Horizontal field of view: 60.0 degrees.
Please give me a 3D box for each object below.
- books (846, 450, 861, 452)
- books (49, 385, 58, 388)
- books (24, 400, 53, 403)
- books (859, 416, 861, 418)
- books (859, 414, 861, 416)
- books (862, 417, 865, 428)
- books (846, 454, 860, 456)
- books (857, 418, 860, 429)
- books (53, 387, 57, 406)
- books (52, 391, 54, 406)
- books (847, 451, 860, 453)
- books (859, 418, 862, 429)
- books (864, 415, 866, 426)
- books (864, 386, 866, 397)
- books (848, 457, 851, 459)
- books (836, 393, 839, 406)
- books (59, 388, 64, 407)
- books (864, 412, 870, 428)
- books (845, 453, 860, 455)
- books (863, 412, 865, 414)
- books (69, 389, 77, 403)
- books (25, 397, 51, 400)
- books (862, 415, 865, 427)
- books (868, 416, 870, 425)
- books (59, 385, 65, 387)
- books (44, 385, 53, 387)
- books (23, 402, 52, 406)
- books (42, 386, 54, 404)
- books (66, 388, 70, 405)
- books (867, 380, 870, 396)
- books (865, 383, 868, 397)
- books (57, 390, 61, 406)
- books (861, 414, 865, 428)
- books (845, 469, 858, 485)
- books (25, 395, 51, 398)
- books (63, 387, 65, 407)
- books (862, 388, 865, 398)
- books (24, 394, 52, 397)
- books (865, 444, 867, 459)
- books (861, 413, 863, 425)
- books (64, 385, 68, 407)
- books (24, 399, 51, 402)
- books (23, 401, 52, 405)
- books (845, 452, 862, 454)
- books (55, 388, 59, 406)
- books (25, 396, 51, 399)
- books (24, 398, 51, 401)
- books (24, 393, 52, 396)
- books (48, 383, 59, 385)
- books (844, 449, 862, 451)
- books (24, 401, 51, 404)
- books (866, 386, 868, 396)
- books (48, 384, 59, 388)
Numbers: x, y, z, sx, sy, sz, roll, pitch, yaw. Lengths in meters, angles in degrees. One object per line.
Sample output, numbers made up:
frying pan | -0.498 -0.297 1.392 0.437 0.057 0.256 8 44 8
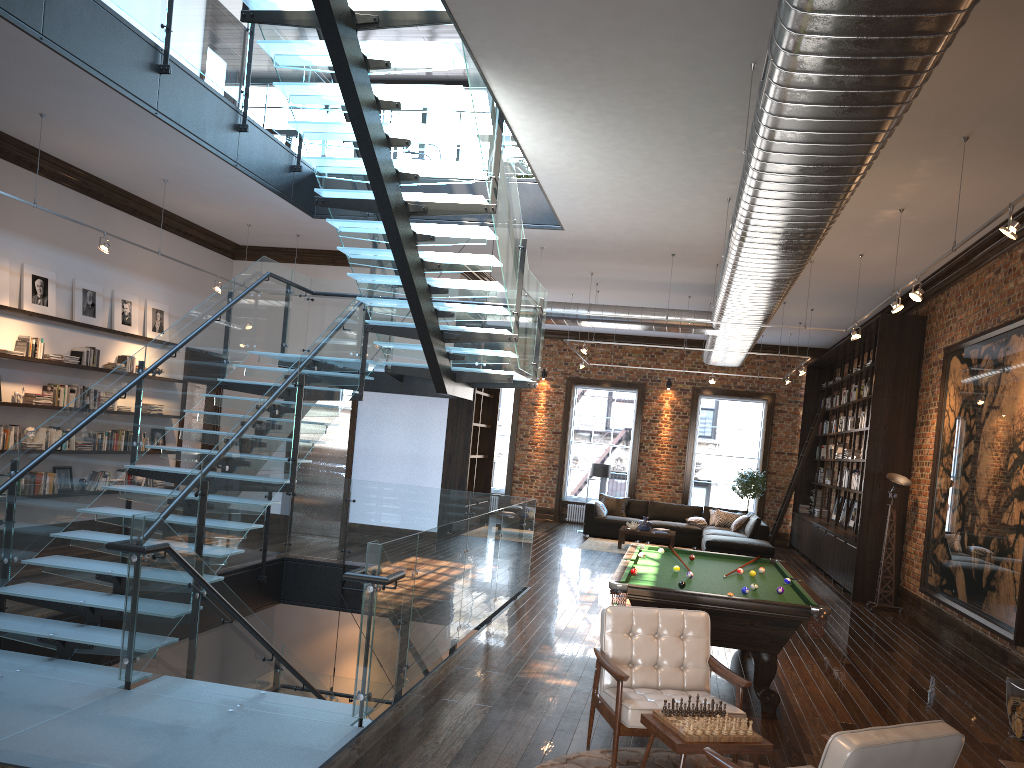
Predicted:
books | 6.042 1.187 15.688 0.242 0.015 0.165 4 -4 14
books | -5.268 0.129 10.145 0.132 0.236 0.009 5 1 11
books | -5.305 0.193 9.924 0.140 0.011 0.289 4 -4 16
books | 5.977 0.672 15.081 0.186 0.244 0.079 5 1 11
books | 5.992 0.659 15.126 0.179 0.275 0.098 5 1 11
books | 5.898 0.655 14.660 0.180 0.209 0.024 5 1 11
books | 6.035 1.256 15.688 0.292 0.008 0.159 4 -4 14
books | 5.969 0.686 15.050 0.223 0.209 0.064 5 1 11
books | -5.258 0.139 10.097 0.153 0.213 0.005 5 1 11
books | -5.280 0.137 10.097 0.128 0.211 0.005 5 1 11
books | 6.041 1.205 15.694 0.196 0.019 0.173 4 -4 16
books | 5.950 0.677 14.922 0.180 0.208 0.030 5 1 11
books | 5.892 0.634 14.566 0.185 0.238 0.035 5 1 11
books | 5.988 0.156 14.841 0.173 0.230 0.014 5 1 11
books | 5.987 1.306 15.445 0.204 0.035 0.267 5 -4 12
books | 6.514 0.342 17.564 0.163 0.297 0.029 5 1 11
books | -5.229 0.146 10.194 0.166 0.215 0.013 5 1 11
books | 5.873 0.604 14.503 0.183 0.286 0.034 5 1 11
books | 6.035 1.245 15.684 0.235 0.014 0.166 5 -4 11
books | 5.958 0.625 14.883 0.152 0.307 0.016 5 1 11
books | -5.193 0.164 10.364 0.184 0.209 0.064 5 1 11
books | -5.305 0.161 9.923 0.142 0.011 0.257 5 -4 8
books | 5.937 0.651 14.801 0.159 0.242 0.031 5 1 11
books | 5.861 0.634 14.396 0.182 0.219 0.051 5 1 11
books | -5.235 0.132 10.243 0.146 0.249 0.006 5 1 11
books | -5.284 0.129 10.089 0.114 0.226 0.012 5 1 11
books | -5.315 0.224 9.925 0.140 0.011 0.287 5 -4 13
books | -5.279 0.135 10.079 0.142 0.213 0.005 5 1 11
books | -5.219 0.150 10.325 0.136 0.227 0.022 5 1 11
books | 5.922 0.095 14.534 0.183 0.300 0.018 5 1 11
books | 5.950 0.128 14.683 0.184 0.258 0.032 5 1 11
books | -5.240 0.154 10.148 0.159 0.191 0.006 5 1 11
books | 5.953 0.643 14.870 0.165 0.269 0.011 5 1 11
books | 6.048 1.685 15.799 0.182 0.336 0.015 5 1 11
books | -5.303 0.139 9.923 0.142 0.011 0.257 5 -4 8
books | -5.236 0.144 10.237 0.159 0.224 0.006 5 1 11
books | 6.000 0.174 14.921 0.183 0.207 0.053 5 1 11
books | -5.306 0.128 9.923 0.140 0.011 0.287 5 -4 13
books | 5.786 1.103 14.279 0.169 0.253 0.014 5 1 11
books | 5.966 0.639 14.897 0.172 0.284 0.013 5 1 11
books | -5.229 0.133 10.258 0.167 0.252 0.022 5 1 11
books | -5.309 0.182 9.924 0.142 0.011 0.256 4 -4 14
books | -5.307 0.214 9.924 0.140 0.011 0.289 4 -4 16
books | 6.038 1.218 15.687 0.282 0.010 0.169 5 -4 10
books | -5.247 0.143 10.113 0.157 0.209 0.005 5 1 11
books | -5.306 0.150 9.923 0.142 0.011 0.256 5 -4 8
books | -5.308 0.171 9.924 0.142 0.011 0.256 5 -4 8
books | -5.299 0.118 9.922 0.141 0.011 0.288 5 -4 7
books | -5.261 0.123 10.177 0.137 0.254 0.033 5 1 11
books | 6.043 1.169 15.689 0.285 0.012 0.160 5 -4 7
books | -5.307 0.204 9.924 0.142 0.011 0.257 5 -4 7
books | 5.926 0.147 14.570 0.188 0.201 0.021 5 1 11
books | -5.256 0.127 10.157 0.138 0.243 0.005 5 1 11
